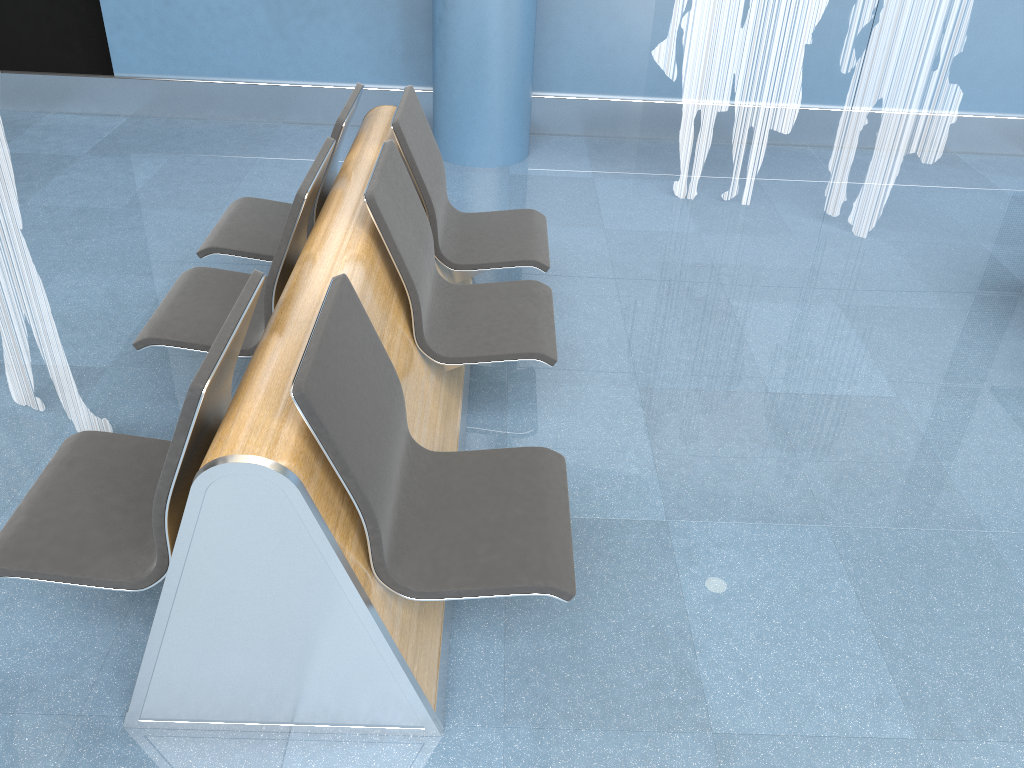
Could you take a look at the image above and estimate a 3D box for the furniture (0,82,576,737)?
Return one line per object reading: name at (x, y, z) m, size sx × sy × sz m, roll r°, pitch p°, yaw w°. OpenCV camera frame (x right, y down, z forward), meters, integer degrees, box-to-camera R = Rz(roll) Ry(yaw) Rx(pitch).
furniture at (-0.506, -0.198, 2.749) m, size 1.301 × 0.896 × 2.281 m, roll 2°, pitch 33°, yaw -1°
